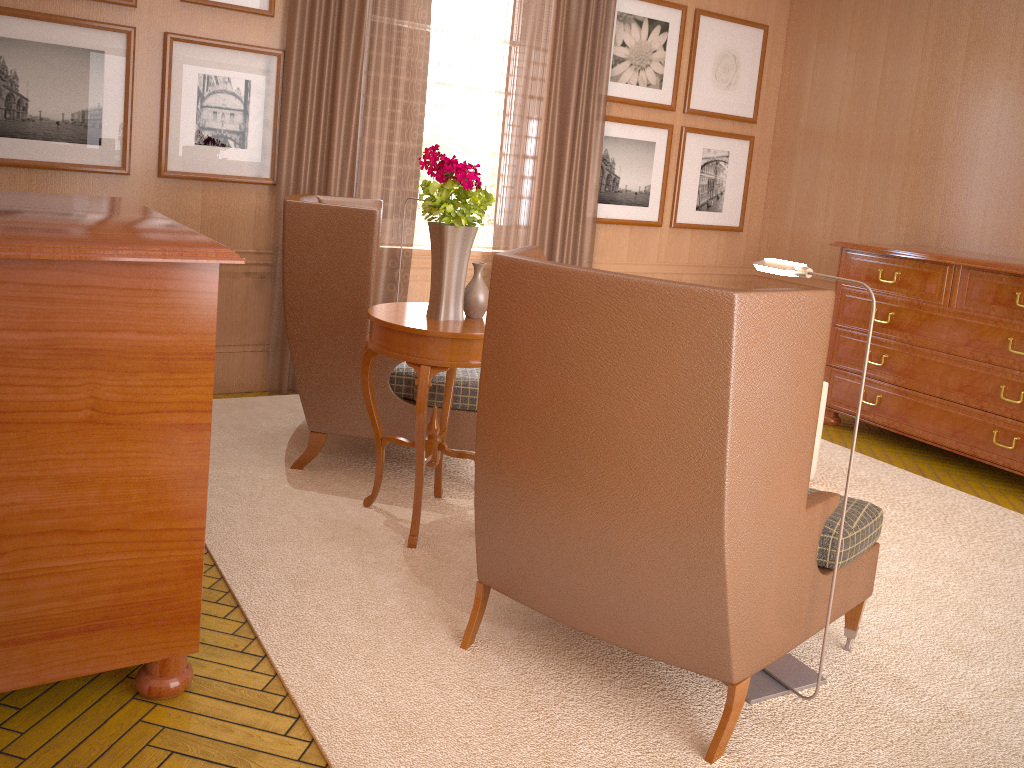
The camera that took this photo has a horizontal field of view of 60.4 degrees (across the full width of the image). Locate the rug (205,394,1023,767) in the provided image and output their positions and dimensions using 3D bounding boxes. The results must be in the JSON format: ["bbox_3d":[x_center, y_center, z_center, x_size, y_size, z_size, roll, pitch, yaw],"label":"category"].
[{"bbox_3d":[1.246,1.053,5.951,5.999,0.020,8.115,-3,16,-32],"label":"rug"}]

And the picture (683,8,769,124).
[{"bbox_3d":[2.692,-3.949,11.012,1.250,1.230,0.048,-1,10,-32],"label":"picture"}]

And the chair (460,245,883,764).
[{"bbox_3d":[0.718,0.379,4.381,1.930,1.944,1.735,12,12,32],"label":"chair"}]

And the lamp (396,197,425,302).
[{"bbox_3d":[-0.837,-0.673,7.949,0.633,1.996,0.569,8,8,19],"label":"lamp"}]

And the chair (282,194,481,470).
[{"bbox_3d":[-1.010,-0.458,7.115,1.718,1.943,1.949,4,11,-8],"label":"chair"}]

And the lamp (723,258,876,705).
[{"bbox_3d":[1.300,0.444,4.226,0.635,2.001,0.568,10,9,28],"label":"lamp"}]

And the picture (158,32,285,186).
[{"bbox_3d":[-2.594,-2.444,7.915,1.050,1.230,0.048,-1,9,-32],"label":"picture"}]

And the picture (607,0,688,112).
[{"bbox_3d":[1.502,-3.878,10.265,1.250,1.230,0.048,-1,10,-32],"label":"picture"}]

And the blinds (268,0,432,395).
[{"bbox_3d":[-1.539,-2.259,8.493,1.427,4.728,0.271,1,9,-31],"label":"blinds"}]

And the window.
[{"bbox_3d":[-0.760,-3.105,9.481,2.434,3.328,0.861,-1,10,-32],"label":"window"}]

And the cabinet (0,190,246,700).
[{"bbox_3d":[-2.490,0.087,4.476,1.416,1.911,2.821,0,13,-32],"label":"cabinet"}]

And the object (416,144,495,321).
[{"bbox_3d":[-0.373,-0.957,5.571,0.525,1.073,0.463,0,10,-34],"label":"object"}]

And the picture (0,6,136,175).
[{"bbox_3d":[-3.765,-2.375,7.180,1.250,1.230,0.048,-1,10,-32],"label":"picture"}]

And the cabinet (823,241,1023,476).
[{"bbox_3d":[4.540,-0.232,8.503,1.416,1.911,2.821,0,13,-32],"label":"cabinet"}]

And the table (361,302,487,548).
[{"bbox_3d":[-0.515,0.235,5.733,0.924,1.351,1.059,1,11,-25],"label":"table"}]

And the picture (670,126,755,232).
[{"bbox_3d":[2.559,-2.579,11.184,1.250,1.230,0.048,-1,10,-32],"label":"picture"}]

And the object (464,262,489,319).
[{"bbox_3d":[-0.230,-0.609,5.717,0.186,0.352,0.189,6,9,1],"label":"object"}]

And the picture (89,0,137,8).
[{"bbox_3d":[-3.632,-3.744,7.008,1.250,1.230,0.048,-1,10,-32],"label":"picture"}]

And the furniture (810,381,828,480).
[{"bbox_3d":[1.353,0.214,7.501,1.953,0.885,1.988,-3,15,-35],"label":"furniture"}]

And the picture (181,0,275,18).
[{"bbox_3d":[-2.464,-3.783,7.747,0.805,0.943,0.048,-1,9,-32],"label":"picture"}]

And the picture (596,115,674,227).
[{"bbox_3d":[1.369,-2.509,10.437,1.250,1.230,0.048,-1,10,-32],"label":"picture"}]

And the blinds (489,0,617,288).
[{"bbox_3d":[0.427,-2.380,9.730,1.447,4.718,0.271,0,9,-34],"label":"blinds"}]
